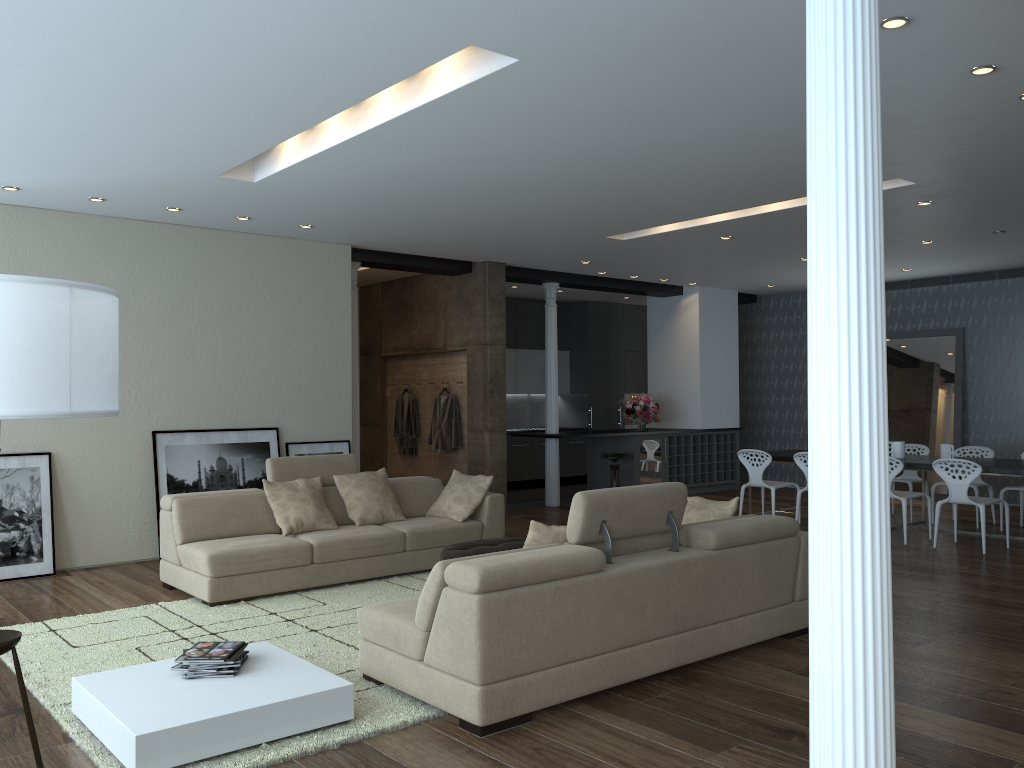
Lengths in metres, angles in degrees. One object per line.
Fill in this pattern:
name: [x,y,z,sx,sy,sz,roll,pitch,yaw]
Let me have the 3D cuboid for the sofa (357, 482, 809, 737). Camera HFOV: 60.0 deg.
sofa: [0.526,1.005,4.850,2.581,0.950,1.021,0,-1,-40]

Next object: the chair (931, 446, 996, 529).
chair: [4.938,1.103,9.651,0.581,0.835,0.495,0,-1,-40]

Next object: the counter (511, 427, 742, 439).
counter: [1.726,0.675,12.560,3.700,0.040,1.000,0,-1,-40]

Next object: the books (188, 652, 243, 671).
books: [-1.344,1.247,4.039,0.220,0.010,0.300,0,-1,-15]

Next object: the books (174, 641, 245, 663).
books: [-1.370,1.219,4.038,0.220,0.010,0.300,0,-1,0]

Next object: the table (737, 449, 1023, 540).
table: [4.180,1.157,9.461,1.200,0.733,3.400,0,-1,-40]

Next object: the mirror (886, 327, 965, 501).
mirror: [5.494,0.410,12.038,0.240,2.294,1.200,0,-1,-40]

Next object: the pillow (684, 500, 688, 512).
pillow: [0.729,0.876,5.004,0.534,0.439,0.301,0,-1,-36]

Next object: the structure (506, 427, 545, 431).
structure: [0.115,0.722,13.960,0.900,0.066,0.520,0,-1,-40]

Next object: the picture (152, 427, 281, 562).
picture: [-2.653,0.986,8.122,1.183,1.140,0.225,0,-1,-40]

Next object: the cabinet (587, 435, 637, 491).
cabinet: [1.598,1.143,12.444,0.642,0.897,0.900,0,-1,-40]

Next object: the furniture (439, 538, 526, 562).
furniture: [0.021,1.308,6.162,1.057,0.355,1.057,0,-1,-38]

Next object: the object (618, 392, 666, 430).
object: [1.834,0.380,12.528,0.544,0.552,0.570,0,-1,-34]

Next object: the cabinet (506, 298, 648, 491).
cabinet: [1.091,0.137,14.826,7.409,2.980,0.827,0,-1,-40]

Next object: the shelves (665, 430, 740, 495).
shelves: [2.499,1.148,13.192,1.700,0.897,0.900,0,-1,-40]

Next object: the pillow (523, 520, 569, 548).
pillow: [0.241,0.884,4.615,0.519,0.416,0.368,0,-1,-35]

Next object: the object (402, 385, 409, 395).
object: [-1.399,0.104,11.695,0.010,0.219,0.430,0,-1,-40]

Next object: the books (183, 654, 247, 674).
books: [-1.344,1.267,4.039,0.220,0.010,0.300,0,-1,-5]

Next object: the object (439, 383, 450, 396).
object: [-0.832,0.089,10.994,0.010,0.219,0.430,0,-1,-40]

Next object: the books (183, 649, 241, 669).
books: [-1.370,1.238,4.037,0.220,0.010,0.300,0,-1,-25]

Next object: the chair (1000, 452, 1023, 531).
chair: [5.387,1.091,9.111,0.581,0.835,0.495,0,-1,-40]

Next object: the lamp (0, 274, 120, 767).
lamp: [-1.494,0.590,2.516,0.698,1.728,0.698,0,-1,-16]

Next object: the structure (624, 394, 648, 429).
structure: [1.969,0.470,15.405,0.595,0.596,0.591,0,-1,-40]

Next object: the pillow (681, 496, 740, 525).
pillow: [1.162,0.905,5.673,0.395,0.393,0.518,0,-1,-36]

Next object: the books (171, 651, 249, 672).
books: [-1.370,1.257,4.037,0.220,0.010,0.300,-1,-1,10]

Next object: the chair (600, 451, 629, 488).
chair: [2.839,1.297,8.520,16.134,0.952,21.556,0,-1,-40]

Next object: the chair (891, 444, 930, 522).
chair: [4.489,1.115,10.191,0.581,0.835,0.495,0,-1,-40]

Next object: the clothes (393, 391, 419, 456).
clothes: [-1.413,0.518,11.683,0.141,0.855,0.569,0,-1,-39]

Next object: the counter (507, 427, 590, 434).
counter: [-0.376,0.830,13.605,3.597,0.223,0.807,0,-1,-40]

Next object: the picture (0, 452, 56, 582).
picture: [-4.011,1.053,7.011,0.700,0.988,0.195,0,-1,-40]

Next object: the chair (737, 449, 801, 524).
chair: [2.788,1.121,9.727,0.581,0.835,0.495,0,-1,-40]

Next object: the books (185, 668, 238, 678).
books: [-1.369,1.277,4.037,0.220,0.010,0.300,0,-1,-20]

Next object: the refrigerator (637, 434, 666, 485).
refrigerator: [1.896,1.076,12.131,0.578,0.774,0.075,0,-1,-36]

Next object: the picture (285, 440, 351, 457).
picture: [-1.875,1.065,8.784,0.700,0.988,0.195,0,-1,-40]

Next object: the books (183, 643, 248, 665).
books: [-1.345,1.228,4.039,0.220,0.010,0.300,0,-1,-5]

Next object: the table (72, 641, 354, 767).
table: [-1.309,1.373,3.853,0.900,0.170,0.900,0,-1,-40]

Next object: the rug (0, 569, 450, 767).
rug: [-0.641,1.490,5.578,4.231,0.020,2.972,0,-1,-40]

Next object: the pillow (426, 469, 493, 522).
pillow: [-0.434,0.949,7.594,0.395,0.393,0.518,0,-1,-43]

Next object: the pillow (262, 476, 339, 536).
pillow: [-1.643,0.935,6.882,0.519,0.416,0.368,0,-1,-44]

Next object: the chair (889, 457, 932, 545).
chair: [3.698,1.096,8.612,0.581,0.835,0.495,0,-1,-40]

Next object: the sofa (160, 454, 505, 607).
sofa: [-1.357,1.056,7.116,2.581,0.950,1.021,0,-1,-40]

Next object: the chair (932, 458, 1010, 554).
chair: [4.157,1.084,8.089,0.581,0.835,0.495,0,-1,-40]

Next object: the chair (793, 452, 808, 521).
chair: [3.233,1.109,9.185,0.581,0.835,0.495,0,-1,-40]

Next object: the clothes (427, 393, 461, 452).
clothes: [-0.847,0.477,10.986,0.173,0.735,0.700,0,-1,-41]

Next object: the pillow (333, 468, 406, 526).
pillow: [-1.171,0.927,7.291,0.534,0.439,0.301,0,-1,-43]

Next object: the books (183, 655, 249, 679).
books: [-1.344,1.286,4.039,0.220,0.010,0.300,0,-1,-5]
